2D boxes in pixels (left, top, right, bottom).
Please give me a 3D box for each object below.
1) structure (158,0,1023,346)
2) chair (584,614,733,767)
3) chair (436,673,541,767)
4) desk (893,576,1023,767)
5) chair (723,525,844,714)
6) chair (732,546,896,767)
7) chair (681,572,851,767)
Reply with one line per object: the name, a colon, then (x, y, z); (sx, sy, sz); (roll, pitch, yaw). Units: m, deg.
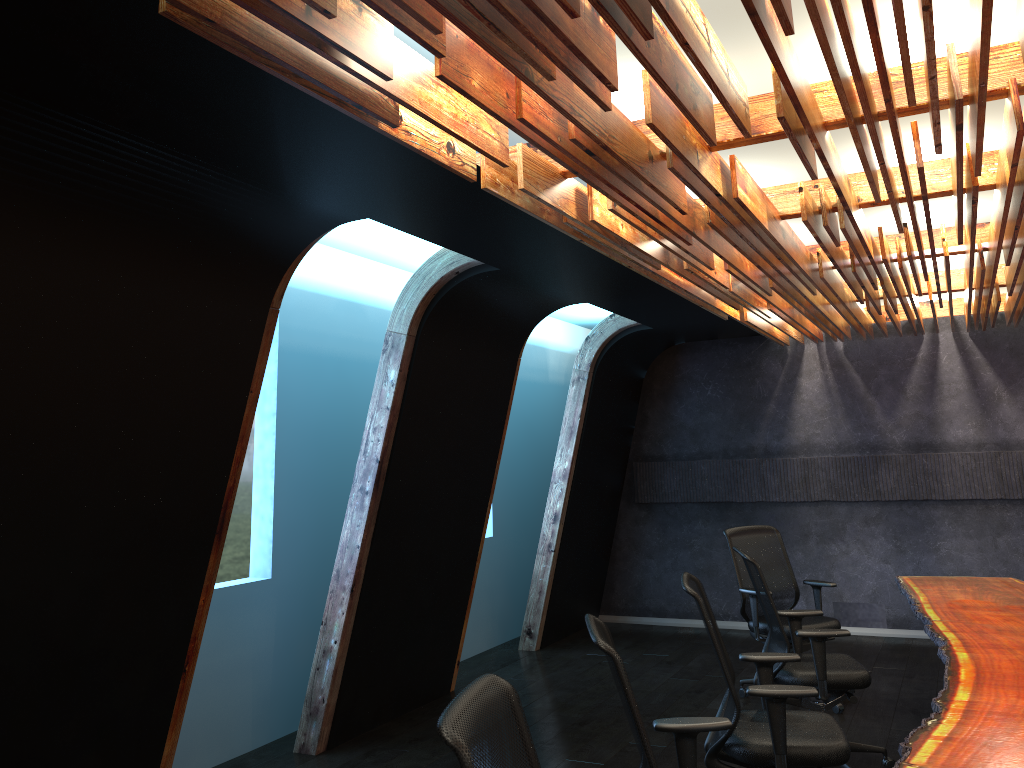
structure: (2.374, 0.364, 3.302); (4.497, 3.055, 11.321); (-6, -7, 27)
chair: (0.679, 1.443, 2.955); (0.796, 1.266, 0.795); (-2, -11, 1)
chair: (0.275, 1.371, 2.006); (0.795, 1.266, 0.796); (-4, -11, 11)
desk: (2.472, 1.641, 3.526); (2.022, 0.834, 6.572); (-5, -6, 27)
chair: (2.095, 1.724, 6.597); (0.814, 1.266, 0.777); (4, -12, -28)
chair: (1.786, 1.608, 5.196); (0.796, 1.266, 0.795); (-3, -11, 6)
chair: (1.223, 1.520, 4.013); (0.795, 1.266, 0.796); (-4, -11, 11)
